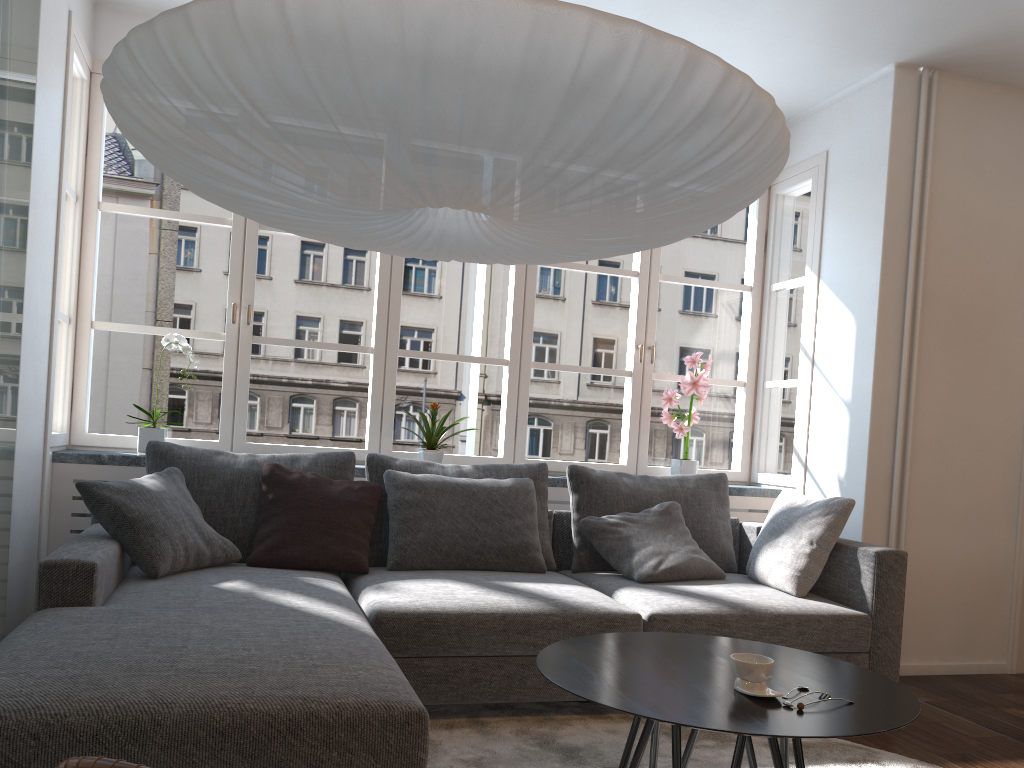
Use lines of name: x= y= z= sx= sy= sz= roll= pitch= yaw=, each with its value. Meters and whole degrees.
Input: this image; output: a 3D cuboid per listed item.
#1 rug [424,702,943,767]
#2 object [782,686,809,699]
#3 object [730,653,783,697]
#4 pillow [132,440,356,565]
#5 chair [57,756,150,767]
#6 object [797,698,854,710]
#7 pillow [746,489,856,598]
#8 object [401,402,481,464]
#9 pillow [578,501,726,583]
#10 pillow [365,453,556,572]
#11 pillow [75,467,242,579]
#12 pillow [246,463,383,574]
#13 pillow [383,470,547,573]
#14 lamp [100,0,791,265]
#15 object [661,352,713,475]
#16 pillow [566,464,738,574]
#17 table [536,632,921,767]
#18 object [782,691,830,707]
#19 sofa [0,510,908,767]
rug: x=0.352 y=1.121 z=1.917 sx=2.845 sy=0.012 sz=2.833 roll=6 pitch=-4 yaw=-37
object: x=0.614 y=0.665 z=1.918 sx=0.026 sy=0.010 sz=0.124 roll=1 pitch=-4 yaw=39
object: x=0.520 y=0.628 z=1.894 sx=0.091 sy=0.069 sz=0.139 roll=4 pitch=-3 yaw=-5
pillow: x=-1.049 y=0.488 z=3.548 sx=0.837 sy=0.478 sz=0.275 roll=4 pitch=-1 yaw=-17
chair: x=-0.038 y=0.674 z=0.929 sx=0.717 sy=0.709 sz=0.687 roll=3 pitch=-1 yaw=16
object: x=0.651 y=0.659 z=1.830 sx=0.168 sy=0.015 sz=0.015 roll=6 pitch=-2 yaw=-30
pillow: x=1.175 y=0.663 z=3.753 sx=0.287 sy=0.414 sz=0.494 roll=4 pitch=-2 yaw=-18
object: x=-0.350 y=0.249 z=4.235 sx=0.377 sy=0.328 sz=0.322 roll=5 pitch=-2 yaw=-42
pillow: x=0.605 y=0.671 z=3.808 sx=0.493 sy=0.321 sz=0.443 roll=5 pitch=-3 yaw=-35
pillow: x=-0.221 y=0.556 z=3.814 sx=0.840 sy=0.475 sz=0.276 roll=4 pitch=-1 yaw=-17
pillow: x=-1.251 y=0.488 z=3.173 sx=0.346 sy=0.359 sz=0.516 roll=3 pitch=-2 yaw=22
pillow: x=-0.761 y=0.526 z=3.474 sx=0.522 sy=0.403 sz=0.311 roll=4 pitch=-1 yaw=-15
pillow: x=-0.195 y=0.575 z=3.674 sx=0.667 sy=0.397 sz=0.292 roll=4 pitch=-1 yaw=-17
lamp: x=-0.136 y=-0.450 z=2.023 sx=1.468 sy=0.210 sz=1.474 roll=2 pitch=-4 yaw=20
object: x=0.908 y=0.175 z=4.628 sx=0.201 sy=0.691 sz=0.297 roll=3 pitch=0 yaw=-38
pillow: x=0.654 y=0.631 z=4.073 sx=0.837 sy=0.477 sz=0.275 roll=4 pitch=-1 yaw=-17
table: x=0.463 y=0.904 z=2.044 sx=0.848 sy=0.472 sz=0.847 roll=4 pitch=-3 yaw=-15
object: x=0.622 y=0.659 z=1.861 sx=0.164 sy=0.016 sz=0.025 roll=7 pitch=-4 yaw=-42
sofa: x=0.064 y=0.840 z=2.997 sx=3.072 sy=0.671 sz=2.040 roll=5 pitch=-3 yaw=-17
